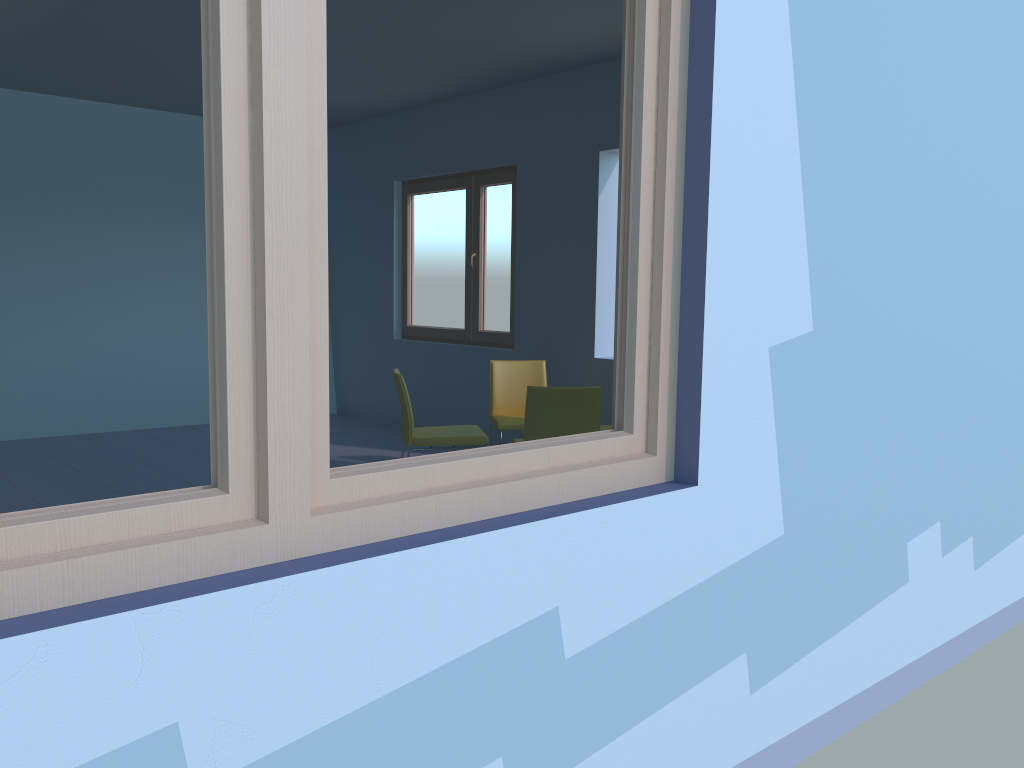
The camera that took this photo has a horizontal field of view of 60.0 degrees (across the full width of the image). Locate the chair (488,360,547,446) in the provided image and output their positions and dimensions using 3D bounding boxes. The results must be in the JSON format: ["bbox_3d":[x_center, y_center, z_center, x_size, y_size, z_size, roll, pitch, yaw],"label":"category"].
[{"bbox_3d":[0.070,0.221,5.269,0.387,0.695,0.484,0,6,-10],"label":"chair"}]

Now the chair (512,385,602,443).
[{"bbox_3d":[0.214,0.331,4.284,0.387,0.699,0.484,0,6,-5],"label":"chair"}]

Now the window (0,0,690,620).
[{"bbox_3d":[-0.229,-0.375,1.485,1.475,1.263,0.142,-5,8,-41],"label":"window"}]

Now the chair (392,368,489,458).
[{"bbox_3d":[-0.391,0.275,4.703,0.484,0.695,0.387,0,6,-10],"label":"chair"}]

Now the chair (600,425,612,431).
[{"bbox_3d":[0.686,0.279,4.816,0.484,0.695,0.387,0,6,-5],"label":"chair"}]

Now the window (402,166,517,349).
[{"bbox_3d":[-0.409,-0.931,6.641,0.142,1.263,1.475,-5,8,-41],"label":"window"}]
